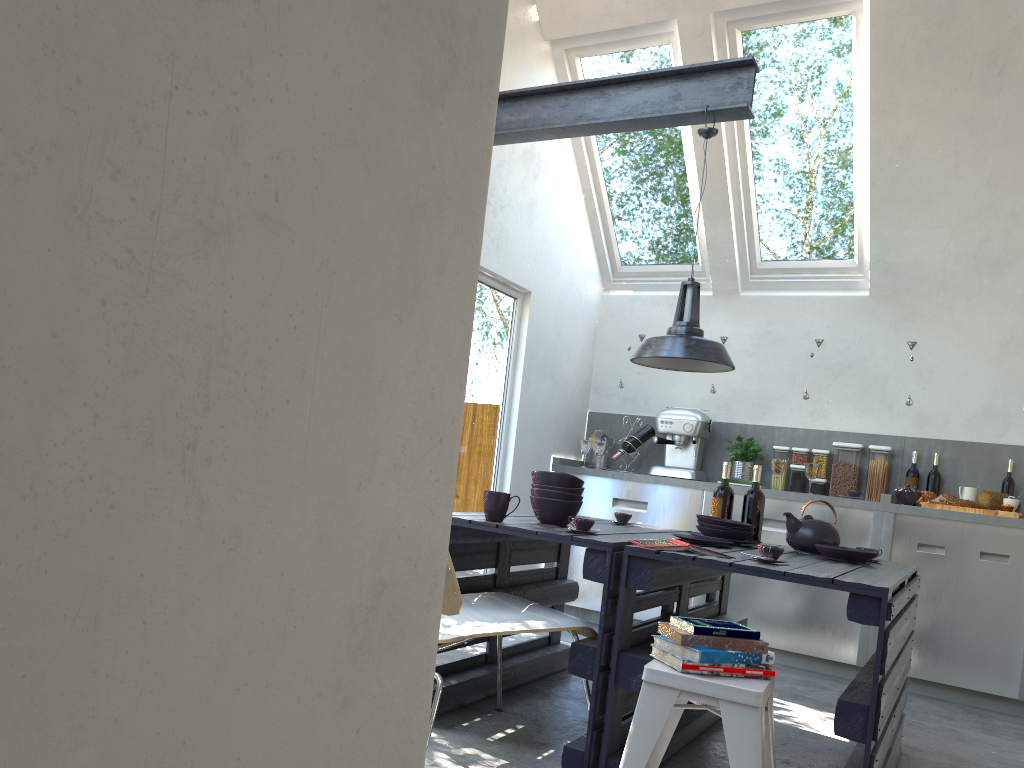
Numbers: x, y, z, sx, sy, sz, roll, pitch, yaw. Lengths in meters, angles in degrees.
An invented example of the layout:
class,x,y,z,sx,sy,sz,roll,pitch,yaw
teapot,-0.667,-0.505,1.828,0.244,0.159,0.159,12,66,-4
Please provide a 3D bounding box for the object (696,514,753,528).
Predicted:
class,x,y,z,sx,sy,sz,roll,pitch,yaw
object,0.882,0.588,3.645,0.240,0.058,0.218,4,-6,30

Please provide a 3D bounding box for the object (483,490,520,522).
class,x,y,z,sx,sy,sz,roll,pitch,yaw
object,-0.047,0.462,3.286,0.135,0.109,0.097,6,-2,22

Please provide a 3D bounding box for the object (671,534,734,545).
class,x,y,z,sx,sy,sz,roll,pitch,yaw
object,0.745,0.612,3.422,0.247,0.019,0.222,3,-6,35

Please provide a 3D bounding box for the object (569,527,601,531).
class,x,y,z,sx,sy,sz,roll,pitch,yaw
object,0.267,0.539,3.234,0.127,0.013,0.029,9,-5,-21

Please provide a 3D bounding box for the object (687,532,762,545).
class,x,y,z,sx,sy,sz,roll,pitch,yaw
object,0.882,0.649,3.643,0.282,0.024,0.310,10,-6,-28

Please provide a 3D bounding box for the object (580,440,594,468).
class,x,y,z,sx,sy,sz,roll,pitch,yaw
object,0.509,0.486,6.070,0.103,0.192,0.094,7,-1,24

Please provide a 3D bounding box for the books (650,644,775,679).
class,x,y,z,sx,sy,sz,roll,pitch,yaw
books,0.573,0.798,2.521,0.278,0.035,0.203,8,-5,-13

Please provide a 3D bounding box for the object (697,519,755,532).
class,x,y,z,sx,sy,sz,roll,pitch,yaw
object,0.887,0.601,3.644,0.242,0.063,0.217,3,-6,35

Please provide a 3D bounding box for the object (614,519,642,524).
class,x,y,z,sx,sy,sz,roll,pitch,yaw
object,0.550,0.658,4.158,0.134,0.013,0.027,6,-4,9

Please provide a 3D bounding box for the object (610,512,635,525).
class,x,y,z,sx,sy,sz,roll,pitch,yaw
object,0.523,0.635,4.130,0.120,0.056,0.112,5,-4,18

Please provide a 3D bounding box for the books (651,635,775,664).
class,x,y,z,sx,sy,sz,roll,pitch,yaw
books,0.576,0.764,2.521,0.272,0.033,0.207,10,-6,-28

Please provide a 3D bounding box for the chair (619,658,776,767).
class,x,y,z,sx,sy,sz,roll,pitch,yaw
chair,0.542,1.067,2.506,0.439,0.504,0.419,6,-2,25

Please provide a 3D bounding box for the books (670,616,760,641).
class,x,y,z,sx,sy,sz,roll,pitch,yaw
books,0.582,0.704,2.522,0.200,0.025,0.147,8,-5,-13

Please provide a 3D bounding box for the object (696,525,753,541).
class,x,y,z,sx,sy,sz,roll,pitch,yaw
object,0.882,0.628,3.641,0.222,0.047,0.237,9,-5,-19

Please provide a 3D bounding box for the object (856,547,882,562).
class,x,y,z,sx,sy,sz,roll,pitch,yaw
object,1.443,0.693,3.559,0.121,0.056,0.112,5,-4,23

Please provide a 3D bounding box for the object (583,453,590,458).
class,x,y,z,sx,sy,sz,roll,pitch,yaw
object,0.521,0.501,6.210,0.099,0.192,0.098,7,-1,1

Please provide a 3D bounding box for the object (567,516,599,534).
class,x,y,z,sx,sy,sz,roll,pitch,yaw
object,0.259,0.517,3.194,0.120,0.056,0.112,5,-4,18

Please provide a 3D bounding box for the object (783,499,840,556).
class,x,y,z,sx,sy,sz,roll,pitch,yaw
object,1.263,0.597,3.663,0.223,0.232,0.207,5,-3,32

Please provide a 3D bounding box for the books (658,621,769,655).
class,x,y,z,sx,sy,sz,roll,pitch,yaw
books,0.575,0.731,2.523,0.251,0.032,0.178,8,-5,-8

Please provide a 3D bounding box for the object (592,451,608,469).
class,x,y,z,sx,sy,sz,roll,pitch,yaw
object,0.639,0.558,6.366,0.103,0.132,0.110,7,-2,-19

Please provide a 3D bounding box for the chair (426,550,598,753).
class,x,y,z,sx,sy,sz,roll,pitch,yaw
chair,-0.129,0.879,3.135,0.737,0.819,0.729,8,-2,-30

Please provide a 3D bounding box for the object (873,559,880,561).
class,x,y,z,sx,sy,sz,roll,pitch,yaw
object,1.450,0.707,3.518,0.029,0.013,0.125,3,-6,41

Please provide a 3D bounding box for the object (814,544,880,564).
class,x,y,z,sx,sy,sz,roll,pitch,yaw
object,1.296,0.662,3.399,0.222,0.047,0.237,9,-5,-19

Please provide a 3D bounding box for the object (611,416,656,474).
class,x,y,z,sx,sy,sz,roll,pitch,yaw
object,0.806,0.422,6.118,0.316,0.394,0.245,8,-1,-31

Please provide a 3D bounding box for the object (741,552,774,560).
class,x,y,z,sx,sy,sz,roll,pitch,yaw
object,0.807,0.572,2.890,0.026,0.013,0.139,10,-6,-35

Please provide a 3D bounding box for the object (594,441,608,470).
class,x,y,z,sx,sy,sz,roll,pitch,yaw
object,0.611,0.500,6.084,0.093,0.192,0.104,7,-1,-37

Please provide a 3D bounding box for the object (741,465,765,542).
class,x,y,z,sx,sy,sz,roll,pitch,yaw
object,1.069,0.531,3.867,0.087,0.345,0.095,7,0,-27

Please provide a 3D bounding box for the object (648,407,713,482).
class,x,y,z,sx,sy,sz,roll,pitch,yaw
object,1.146,0.396,5.921,0.376,0.500,0.408,6,-2,30

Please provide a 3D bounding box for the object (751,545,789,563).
class,x,y,z,sx,sy,sz,roll,pitch,yaw
object,0.851,0.560,2.883,0.123,0.056,0.110,4,-5,38

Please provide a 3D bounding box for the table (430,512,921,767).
class,x,y,z,sx,sy,sz,roll,pitch,yaw
table,0.644,1.019,3.519,1.685,0.796,1.435,4,-5,30

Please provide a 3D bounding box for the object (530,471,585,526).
class,x,y,z,sx,sy,sz,roll,pitch,yaw
object,0.178,0.462,3.524,0.203,0.214,0.203,5,-3,31

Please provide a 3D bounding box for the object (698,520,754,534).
class,x,y,z,sx,sy,sz,roll,pitch,yaw
object,0.886,0.613,3.640,0.241,0.063,0.217,3,-6,35

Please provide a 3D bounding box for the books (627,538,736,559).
class,x,y,z,sx,sy,sz,roll,pitch,yaw
books,0.573,0.549,2.980,0.305,0.030,0.224,7,-5,-1

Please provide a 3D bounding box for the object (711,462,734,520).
class,x,y,z,sx,sy,sz,roll,pitch,yaw
object,0.949,0.522,3.931,0.088,0.345,0.094,7,0,-22
